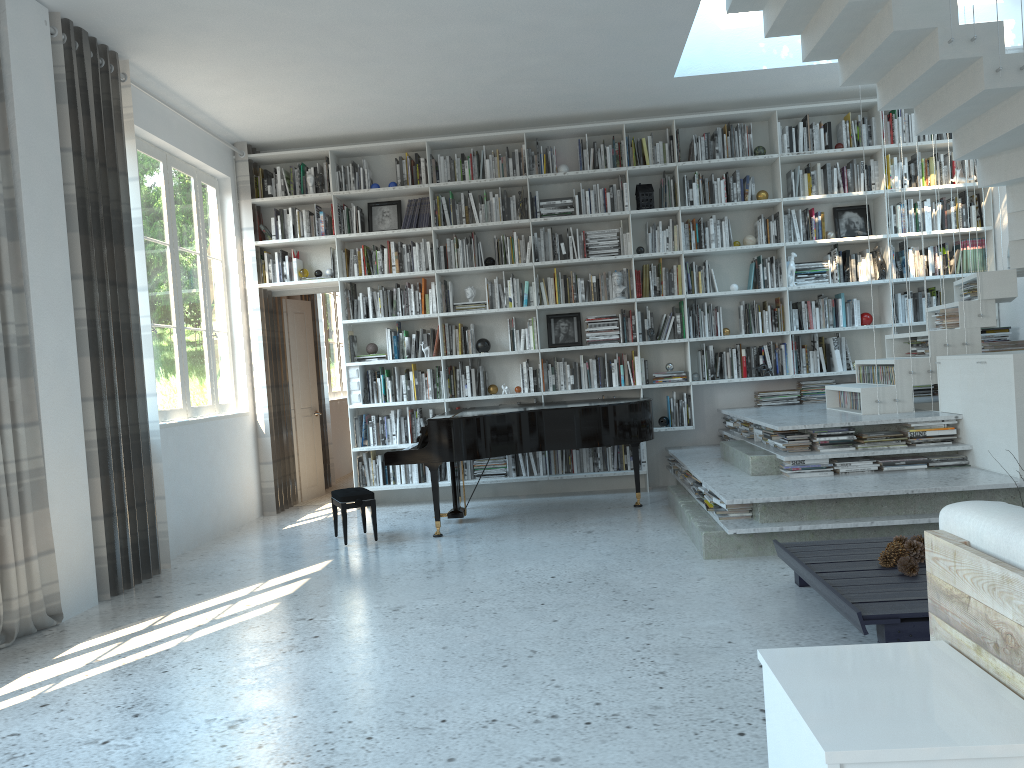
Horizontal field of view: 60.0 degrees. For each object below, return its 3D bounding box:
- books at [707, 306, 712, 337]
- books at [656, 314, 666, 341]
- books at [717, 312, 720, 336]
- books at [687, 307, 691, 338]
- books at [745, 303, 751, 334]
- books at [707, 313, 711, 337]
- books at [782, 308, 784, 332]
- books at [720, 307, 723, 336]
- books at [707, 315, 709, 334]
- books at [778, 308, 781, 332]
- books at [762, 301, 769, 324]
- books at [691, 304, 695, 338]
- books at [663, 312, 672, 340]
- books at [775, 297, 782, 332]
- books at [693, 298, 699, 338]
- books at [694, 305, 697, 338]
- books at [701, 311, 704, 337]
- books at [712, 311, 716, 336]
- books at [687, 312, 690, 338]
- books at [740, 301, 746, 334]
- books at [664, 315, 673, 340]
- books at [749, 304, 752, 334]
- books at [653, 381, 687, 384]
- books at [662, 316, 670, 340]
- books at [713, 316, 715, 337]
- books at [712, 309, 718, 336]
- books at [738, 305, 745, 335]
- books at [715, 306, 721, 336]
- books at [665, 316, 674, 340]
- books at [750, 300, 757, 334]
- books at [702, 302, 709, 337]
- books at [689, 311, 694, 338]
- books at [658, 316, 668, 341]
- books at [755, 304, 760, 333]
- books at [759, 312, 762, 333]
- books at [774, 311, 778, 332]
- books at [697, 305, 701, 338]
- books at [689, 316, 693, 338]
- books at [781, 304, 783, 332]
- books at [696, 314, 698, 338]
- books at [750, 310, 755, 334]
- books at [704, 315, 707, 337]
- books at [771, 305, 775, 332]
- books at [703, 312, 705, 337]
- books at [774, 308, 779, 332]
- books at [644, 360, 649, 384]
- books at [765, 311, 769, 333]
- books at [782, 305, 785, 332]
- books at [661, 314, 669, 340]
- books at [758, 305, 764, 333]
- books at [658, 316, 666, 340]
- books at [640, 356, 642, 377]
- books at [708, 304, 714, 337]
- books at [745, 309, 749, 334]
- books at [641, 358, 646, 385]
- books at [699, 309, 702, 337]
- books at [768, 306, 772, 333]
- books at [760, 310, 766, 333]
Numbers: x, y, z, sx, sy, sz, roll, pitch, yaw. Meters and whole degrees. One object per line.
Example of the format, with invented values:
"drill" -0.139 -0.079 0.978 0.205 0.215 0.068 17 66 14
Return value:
"books" 1.694 -0.534 7.627 0.012 0.267 0.183 -4 1 4
"books" 1.278 -0.483 7.647 0.095 0.228 0.190 -4 1 4
"books" 1.762 -0.509 7.627 0.014 0.207 0.180 -4 1 4
"books" 1.520 -0.522 7.640 0.010 0.266 0.158 -4 1 4
"books" 2.019 -0.555 7.615 0.015 0.262 0.149 -4 1 4
"books" 1.685 -0.502 7.641 0.013 0.203 0.167 -4 1 4
"books" 2.309 -0.562 7.612 0.007 0.235 0.131 -4 1 4
"books" 1.789 -0.533 7.630 0.013 0.251 0.172 -4 1 4
"books" 1.674 -0.523 7.643 0.007 0.247 0.153 -4 1 4
"books" 2.273 -0.543 7.591 0.013 0.204 0.158 -4 1 4
"books" 2.174 -0.572 7.593 0.006 0.274 0.172 -4 1 4
"books" 1.559 -0.539 7.641 0.018 0.295 0.177 -4 1 4
"books" 1.338 -0.494 7.661 0.094 0.238 0.149 -4 1 4
"books" 2.279 -0.590 7.582 0.007 0.295 0.162 -4 1 4
"books" 1.590 -0.565 7.654 0.007 0.342 0.149 -4 1 4
"books" 1.571 -0.533 7.639 0.006 0.281 0.155 -4 1 4
"books" 1.625 -0.509 7.621 0.011 0.226 0.188 -4 1 4
"books" 1.737 -0.515 7.641 0.008 0.223 0.133 -4 1 4
"books" 1.512 -0.501 7.647 0.012 0.226 0.147 -4 1 4
"books" 1.988 -0.567 7.631 0.016 0.290 0.131 -4 1 4
"books" 1.343 -0.482 7.671 0.090 0.215 0.139 -4 1 4
"books" 2.031 -0.554 7.614 0.008 0.259 0.158 -4 1 4
"books" 1.356 -0.015 7.618 0.285 0.012 0.159 -4 1 7
"books" 1.324 -0.478 7.664 0.090 0.212 0.143 -4 1 4
"books" 1.728 -0.493 7.641 0.013 0.179 0.140 -4 1 4
"books" 1.747 -0.524 7.630 0.015 0.238 0.176 -4 1 4
"books" 1.971 -0.547 7.620 0.019 0.252 0.130 -4 1 4
"books" 1.775 -0.537 7.630 0.014 0.261 0.141 -4 1 4
"books" 1.356 -0.476 7.659 0.091 0.205 0.169 -4 1 4
"books" 2.074 -0.571 7.617 0.007 0.285 0.159 -4 1 4
"books" 1.661 -0.547 7.624 0.014 0.297 0.175 -4 1 4
"books" 1.547 -0.510 7.657 0.011 0.239 0.136 -4 1 4
"books" 1.296 -0.475 7.650 0.089 0.210 0.175 -4 1 4
"books" 2.087 -0.554 7.590 0.018 0.251 0.184 -4 1 4
"books" 2.107 -0.521 7.590 0.018 0.182 0.182 -4 1 4
"books" 2.242 -0.529 7.575 0.016 0.180 0.189 -4 1 4
"books" 1.603 -0.536 7.630 0.005 0.284 0.159 -4 1 4
"books" 1.536 -0.484 7.650 0.015 0.188 0.168 -4 1 4
"books" 2.295 -0.564 7.608 0.019 0.241 0.134 -4 1 4
"books" 1.584 -0.495 7.647 0.013 0.204 0.154 -4 1 4
"books" 2.053 -0.531 7.633 0.031 0.208 0.122 -4 1 4
"books" 1.652 -0.491 7.628 0.013 0.186 0.183 -4 1 4
"books" 2.223 -0.554 7.602 0.021 0.232 0.155 -4 1 4
"books" 1.638 -0.506 7.633 0.013 0.218 0.160 -4 1 4
"books" 2.259 -0.543 7.602 0.016 0.205 0.141 -4 1 4
"books" 1.161 -0.102 7.695 0.030 0.210 0.136 -4 1 4
"books" 2.165 -0.525 7.592 0.019 0.183 0.190 -4 1 4
"books" 2.316 -0.557 7.603 0.009 0.224 0.146 -4 1 4
"books" 1.313 -0.485 7.669 0.095 0.226 0.144 -4 1 4
"books" 2.125 -0.554 7.617 0.030 0.244 0.135 -4 1 4
"books" 1.288 -0.481 7.665 0.088 0.220 0.138 -4 1 4
"books" 1.110 -0.136 7.695 0.012 0.285 0.159 -4 1 4
"books" 1.715 -0.545 7.641 0.006 0.285 0.159 -4 1 4
"books" 2.004 -0.531 7.603 0.016 0.216 0.177 -4 1 4
"books" 1.131 -0.109 7.694 0.027 0.229 0.141 -4 1 4
"books" 1.613 -0.519 7.632 0.013 0.249 0.165 -4 1 4
"books" 2.187 -0.550 7.592 0.018 0.229 0.181 -4 1 4
"books" 2.148 -0.530 7.597 0.015 0.195 0.175 -4 1 4
